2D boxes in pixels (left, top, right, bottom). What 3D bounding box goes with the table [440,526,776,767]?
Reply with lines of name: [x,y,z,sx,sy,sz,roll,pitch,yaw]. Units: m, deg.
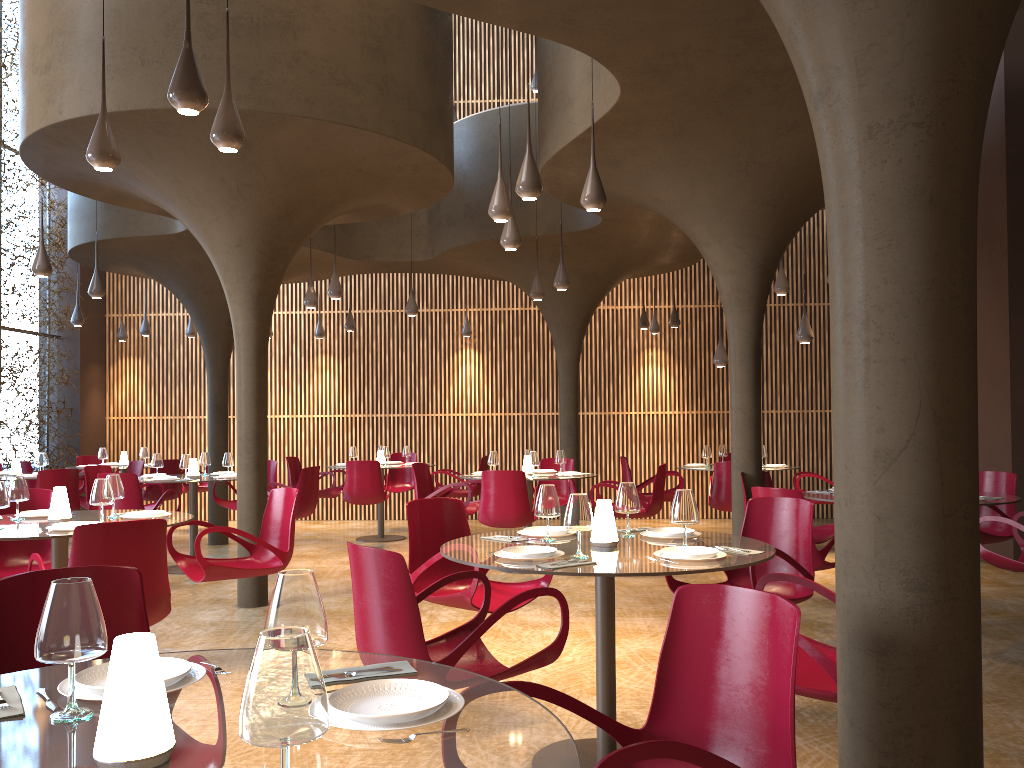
table: [0.477,1.388,4.512,1.672,1.130,1.673,1,-3,-36]

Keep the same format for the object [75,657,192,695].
object: [-0.918,0.712,2.153,0.263,0.029,0.263,1,-3,-26]

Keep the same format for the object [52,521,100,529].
object: [-2.693,0.875,5.476,0.263,0.029,0.263,1,-3,-32]

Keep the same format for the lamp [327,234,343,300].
lamp: [-2.230,-4.195,11.095,0.196,6.273,0.196,-1,-1,38]

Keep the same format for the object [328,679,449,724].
object: [-0.269,0.696,1.938,0.263,0.029,0.263,0,-3,-4]

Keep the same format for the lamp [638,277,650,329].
lamp: [2.200,-4.063,15.014,0.196,6.273,0.196,-1,-1,18]

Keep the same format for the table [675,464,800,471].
table: [3.099,1.705,12.224,1.672,1.130,1.673,-1,-2,23]

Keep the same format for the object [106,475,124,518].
object: [-2.771,0.779,6.160,0.142,0.295,0.142,-1,-1,17]

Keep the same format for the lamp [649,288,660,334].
lamp: [2.511,-4.030,15.823,0.196,6.273,0.196,-1,-1,28]

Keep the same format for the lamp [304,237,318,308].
lamp: [-2.720,-4.154,11.925,0.196,6.273,0.196,-1,-1,38]

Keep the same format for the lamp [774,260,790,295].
lamp: [3.332,-4.247,11.099,0.196,6.273,0.196,0,-1,-42]

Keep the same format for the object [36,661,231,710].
object: [-0.914,0.723,2.156,0.411,0.012,0.204,1,-3,-37]

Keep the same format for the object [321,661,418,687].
object: [-0.373,0.726,2.221,0.262,0.017,0.126,1,-3,-24]

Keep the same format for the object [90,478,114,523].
object: [-2.639,0.758,5.704,0.142,0.295,0.142,1,-2,-41]

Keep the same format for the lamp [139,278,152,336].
lamp: [-6.356,-3.968,15.362,0.196,6.273,0.196,-1,-1,28]

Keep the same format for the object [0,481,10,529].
object: [-3.211,0.755,5.527,0.142,0.295,0.142,0,-1,-2]

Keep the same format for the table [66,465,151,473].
table: [-6.212,1.879,14.195,1.673,1.130,1.672,-3,-3,45]

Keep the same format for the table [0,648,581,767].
table: [-0.703,1.272,1.656,1.672,1.130,1.673,1,-2,-28]

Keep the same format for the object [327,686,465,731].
object: [-0.269,0.706,1.937,0.332,0.014,0.332,-2,-3,34]

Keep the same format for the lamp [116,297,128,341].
lamp: [-7.162,-3.920,16.277,0.196,6.273,0.196,-1,-1,28]

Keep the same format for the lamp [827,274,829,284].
lamp: [3.756,-4.281,10.419,0.196,6.273,0.196,0,-1,-42]

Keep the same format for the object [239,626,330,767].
object: [-0.366,0.547,1.430,0.142,0.295,0.142,0,-1,-7]

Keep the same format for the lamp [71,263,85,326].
lamp: [-6.761,-4.033,13.796,0.196,6.273,0.196,-1,-1,28]

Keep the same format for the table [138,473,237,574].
table: [-3.911,1.711,10.892,1.672,1.130,1.673,-1,-2,22]

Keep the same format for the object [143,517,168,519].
object: [-2.533,0.914,6.138,0.204,0.012,0.411,2,-3,-43]

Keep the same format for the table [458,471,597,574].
table: [0.195,1.665,10.713,1.672,1.130,1.673,-1,-2,22]

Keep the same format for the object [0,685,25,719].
object: [-1.180,0.724,2.003,0.126,0.017,0.262,1,-3,-33]

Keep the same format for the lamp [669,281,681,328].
lamp: [2.679,-4.076,14.811,0.196,6.273,0.196,-1,-1,18]

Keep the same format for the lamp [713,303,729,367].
lamp: [2.640,-3.355,11.377,0.196,6.273,0.196,0,-1,-42]

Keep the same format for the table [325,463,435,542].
table: [-2.011,1.814,13.596,1.672,1.130,1.673,-1,-2,12]

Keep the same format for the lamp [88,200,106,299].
lamp: [-5.080,-4.180,10.836,0.196,6.273,0.196,0,-1,-42]

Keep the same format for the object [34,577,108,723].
object: [-0.956,0.575,1.925,0.142,0.295,0.142,-1,-1,11]

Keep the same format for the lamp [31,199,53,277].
lamp: [-4.910,-4.252,9.260,0.196,6.273,0.196,0,-1,-42]

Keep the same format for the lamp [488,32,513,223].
lamp: [-0.116,-4.400,6.928,0.196,6.273,0.196,-1,-1,28]

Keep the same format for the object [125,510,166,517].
object: [-2.537,0.903,6.141,0.263,0.029,0.263,2,-3,-41]

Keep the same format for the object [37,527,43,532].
object: [-2.696,0.886,5.472,0.411,0.012,0.204,1,-3,-33]

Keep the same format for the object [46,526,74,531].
object: [-2.693,0.885,5.475,0.332,0.014,0.332,-2,-3,23]

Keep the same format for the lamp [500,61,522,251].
lamp: [-0.039,-4.350,8.065,0.196,6.273,0.196,-1,-1,38]

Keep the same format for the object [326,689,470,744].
object: [-0.267,0.707,1.934,0.204,0.012,0.411,1,-3,-28]

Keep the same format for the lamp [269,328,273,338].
lamp: [-4.415,-3.959,15.967,0.196,6.273,0.196,-1,-1,18]

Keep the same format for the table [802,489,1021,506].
table: [3.270,1.488,7.352,1.672,1.130,1.673,1,-2,-29]

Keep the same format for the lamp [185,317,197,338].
lamp: [-5.689,-3.959,15.699,0.196,6.273,0.196,0,-1,-12]

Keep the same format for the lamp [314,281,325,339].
lamp: [-3.508,-3.962,16.097,0.196,6.273,0.196,-1,-1,28]

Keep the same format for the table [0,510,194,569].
table: [-2.998,1.481,5.878,1.672,1.130,1.673,1,-2,-34]

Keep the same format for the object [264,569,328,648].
object: [-0.491,0.574,2.015,0.142,0.295,0.142,0,-1,-13]

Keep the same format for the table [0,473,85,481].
table: [-6.463,1.764,11.551,1.673,1.130,1.672,-3,-3,45]

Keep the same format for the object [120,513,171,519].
object: [-2.537,0.913,6.141,0.332,0.014,0.332,-2,-3,26]

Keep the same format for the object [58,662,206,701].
object: [-0.917,0.721,2.153,0.332,0.014,0.332,-2,-3,22]

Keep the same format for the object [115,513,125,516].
object: [-2.710,0.933,6.389,0.262,0.017,0.126,1,-3,-38]
